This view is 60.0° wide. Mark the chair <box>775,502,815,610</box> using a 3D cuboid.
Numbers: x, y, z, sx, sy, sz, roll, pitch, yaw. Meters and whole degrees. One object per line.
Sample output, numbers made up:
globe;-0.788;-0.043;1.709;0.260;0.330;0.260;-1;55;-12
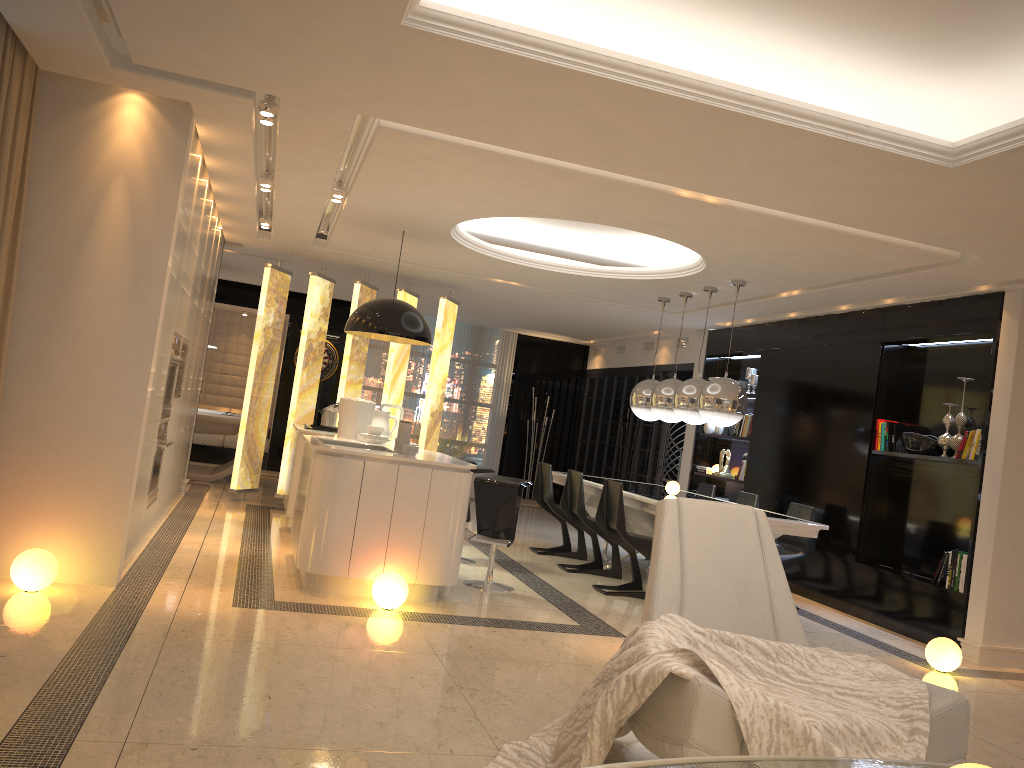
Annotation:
chair;2.170;1.405;7.390;0.496;0.858;0.523;9;-3;-15

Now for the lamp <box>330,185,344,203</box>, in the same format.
lamp;-1.328;-1.445;6.743;0.107;0.127;0.107;10;-3;-34

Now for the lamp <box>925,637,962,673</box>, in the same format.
lamp;2.771;1.738;5.694;0.212;0.214;0.213;7;-3;24

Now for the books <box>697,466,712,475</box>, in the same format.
books;2.296;1.010;10.314;0.209;0.073;0.266;9;-3;-12

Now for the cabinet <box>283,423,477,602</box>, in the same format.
cabinet;-1.243;0.892;7.136;1.046;0.887;3.752;9;-3;-15

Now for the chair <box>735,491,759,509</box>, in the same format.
chair;1.940;1.410;8.208;0.496;0.858;0.523;9;-3;-15

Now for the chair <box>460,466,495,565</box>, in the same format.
chair;-0.427;1.067;7.356;0.380;0.789;0.380;10;-3;-33

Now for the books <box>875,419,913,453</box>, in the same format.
books;3.194;0.442;7.411;0.210;0.270;0.236;9;-3;-16

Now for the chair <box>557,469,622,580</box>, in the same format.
chair;0.706;1.213;7.753;0.496;0.858;0.523;9;-3;-15

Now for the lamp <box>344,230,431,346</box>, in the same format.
lamp;-0.950;-0.815;7.260;0.710;0.898;0.710;8;-3;-5

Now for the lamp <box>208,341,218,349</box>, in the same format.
lamp;-4.352;-1.057;10.882;1.578;0.995;0.939;9;-3;-15

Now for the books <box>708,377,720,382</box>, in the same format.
books;2.426;0.029;10.365;0.259;0.188;0.302;9;-3;-9

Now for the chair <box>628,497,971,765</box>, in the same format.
chair;0.843;0.949;3.080;1.027;0.991;0.983;9;-3;-16

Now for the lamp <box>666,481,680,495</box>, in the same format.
lamp;1.426;0.923;7.866;0.125;0.125;0.125;6;-3;35

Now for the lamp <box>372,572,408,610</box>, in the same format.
lamp;-0.718;1.218;5.230;0.213;0.214;0.212;6;-3;35

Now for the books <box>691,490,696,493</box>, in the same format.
books;2.219;1.399;10.361;0.210;0.270;0.236;9;-3;-16

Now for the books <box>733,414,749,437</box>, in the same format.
books;2.563;0.463;9.705;0.207;0.256;0.245;9;-3;-17

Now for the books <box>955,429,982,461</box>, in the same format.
books;3.441;0.452;6.524;0.189;0.238;0.290;9;-3;-17

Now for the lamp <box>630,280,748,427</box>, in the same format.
lamp;1.610;-0.247;8.048;0.408;1.226;1.827;9;-3;-15

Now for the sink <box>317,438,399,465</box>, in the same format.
sink;-1.068;0.488;5.997;0.485;0.152;0.738;9;-3;-15

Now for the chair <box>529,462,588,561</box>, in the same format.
chair;0.476;1.218;8.570;0.496;0.858;0.523;9;-3;-15

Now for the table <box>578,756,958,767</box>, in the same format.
table;0.808;1.064;1.380;2.140;0.565;0.999;9;-3;-16

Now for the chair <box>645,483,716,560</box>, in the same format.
chair;1.721;1.414;8.984;0.496;0.858;0.523;9;-3;-15

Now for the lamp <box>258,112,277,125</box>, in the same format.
lamp;-1.382;-1.532;5.024;0.107;0.127;0.107;9;-3;-27

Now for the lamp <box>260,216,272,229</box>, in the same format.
lamp;-2.297;-1.513;8.282;0.107;0.127;0.107;9;-3;-19

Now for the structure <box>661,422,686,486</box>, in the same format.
structure;3.000;0.140;13.325;1.964;4.134;3.425;9;-3;-15

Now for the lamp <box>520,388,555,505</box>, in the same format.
lamp;0.380;0.974;13.938;0.418;1.801;0.200;9;-3;-15

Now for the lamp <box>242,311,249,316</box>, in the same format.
lamp;-4.135;-1.124;13.756;0.107;0.127;0.107;10;-3;-34

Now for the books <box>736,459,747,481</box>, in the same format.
books;2.548;0.929;9.492;0.182;0.232;0.284;9;-3;-12

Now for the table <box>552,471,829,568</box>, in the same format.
table;1.332;1.360;7.934;1.293;0.759;3.031;9;-3;-15

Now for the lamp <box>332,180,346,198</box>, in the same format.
lamp;-1.283;-1.446;6.586;0.107;0.127;0.107;10;-3;-34

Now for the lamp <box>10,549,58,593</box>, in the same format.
lamp;-2.419;0.942;4.490;0.213;0.214;0.212;6;-3;35

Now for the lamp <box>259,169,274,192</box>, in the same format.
lamp;-1.838;-1.523;6.647;0.107;0.127;0.270;9;-3;-15

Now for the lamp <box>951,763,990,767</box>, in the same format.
lamp;0.771;0.704;1.464;0.143;0.143;0.143;10;-3;-31

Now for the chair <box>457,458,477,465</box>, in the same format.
chair;-0.614;1.078;8.169;0.380;0.789;0.380;6;-4;42

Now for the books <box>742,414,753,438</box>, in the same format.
books;2.620;0.459;9.504;0.212;0.261;0.252;9;-3;-15

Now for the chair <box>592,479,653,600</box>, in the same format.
chair;0.941;1.208;6.918;0.496;0.858;0.523;9;-3;-15

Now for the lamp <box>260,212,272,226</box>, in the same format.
lamp;-2.253;-1.514;8.124;0.107;0.127;0.107;10;-3;-34

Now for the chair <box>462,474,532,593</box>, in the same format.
chair;-0.117;1.067;6.401;0.380;0.789;0.380;7;-3;17

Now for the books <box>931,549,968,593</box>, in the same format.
books;3.290;1.361;6.507;0.222;0.296;0.345;9;-3;-15

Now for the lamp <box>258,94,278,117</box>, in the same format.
lamp;-1.338;-1.533;4.867;0.107;0.127;0.107;9;-3;-27
